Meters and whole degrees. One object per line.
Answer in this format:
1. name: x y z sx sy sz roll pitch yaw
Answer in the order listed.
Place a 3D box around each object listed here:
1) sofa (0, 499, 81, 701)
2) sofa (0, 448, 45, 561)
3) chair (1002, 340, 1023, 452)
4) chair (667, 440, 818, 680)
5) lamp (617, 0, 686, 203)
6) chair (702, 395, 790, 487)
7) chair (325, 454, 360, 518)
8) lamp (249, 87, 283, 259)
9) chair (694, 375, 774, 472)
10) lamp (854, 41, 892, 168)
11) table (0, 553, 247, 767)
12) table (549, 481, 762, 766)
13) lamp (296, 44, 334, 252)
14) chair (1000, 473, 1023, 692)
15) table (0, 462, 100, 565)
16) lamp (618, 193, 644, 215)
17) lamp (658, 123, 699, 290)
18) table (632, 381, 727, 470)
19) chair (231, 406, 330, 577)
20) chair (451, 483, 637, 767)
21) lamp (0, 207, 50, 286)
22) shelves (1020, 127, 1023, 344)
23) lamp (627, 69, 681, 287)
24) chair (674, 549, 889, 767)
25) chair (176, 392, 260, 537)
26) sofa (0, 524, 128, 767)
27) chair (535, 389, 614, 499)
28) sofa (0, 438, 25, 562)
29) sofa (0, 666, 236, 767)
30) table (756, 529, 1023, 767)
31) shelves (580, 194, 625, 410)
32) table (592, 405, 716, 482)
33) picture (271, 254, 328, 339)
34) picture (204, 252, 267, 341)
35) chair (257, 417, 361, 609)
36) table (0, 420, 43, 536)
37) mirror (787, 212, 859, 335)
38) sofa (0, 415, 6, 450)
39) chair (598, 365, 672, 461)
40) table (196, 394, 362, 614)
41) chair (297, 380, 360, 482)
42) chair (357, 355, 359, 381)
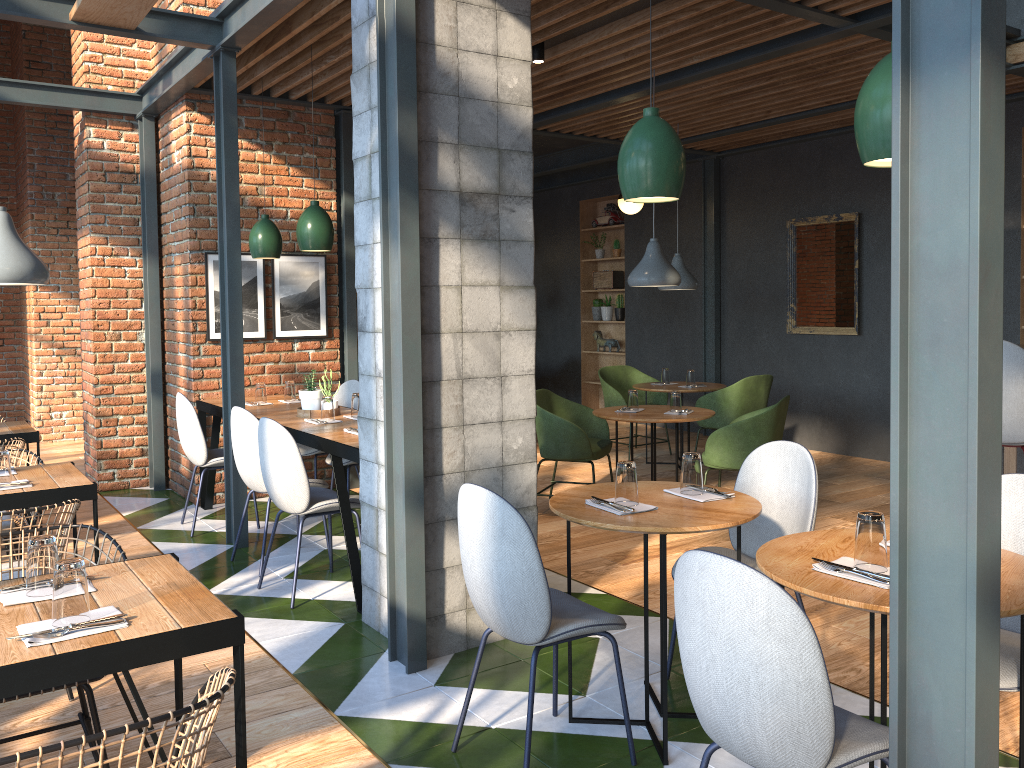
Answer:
1. sofa: -2.076 0.799 3.070 1.093 0.731 0.471 -4 4 -34
2. sofa: -2.713 0.724 4.002 1.093 0.731 0.471 -4 4 -34
3. chair: 2.251 0.401 4.021 0.508 1.241 0.419 -3 3 -34
4. chair: 0.846 0.669 3.222 0.508 0.886 0.419 -2 3 -28
5. lamp: 0.448 -1.614 2.880 0.224 2.018 0.224 -2 3 -31
6. chair: 1.492 0.479 5.638 0.515 0.817 0.640 1 4 26
7. chair: -0.963 0.461 5.821 0.508 0.886 0.419 -2 3 -27
8. lamp: -1.696 -1.867 6.022 0.224 2.018 0.224 -2 3 -31
9. chair: 1.844 0.322 7.334 0.639 0.817 0.515 -4 4 -39
10. lamp: 0.950 -1.555 2.144 0.224 2.018 0.224 -2 3 -31
11. table: -1.320 0.902 1.962 1.273 0.704 0.659 -4 5 -34
12. table: 0.479 0.766 2.980 0.700 0.745 0.701 -2 4 -24
13. lamp: -1.194 -1.808 5.286 0.224 2.018 0.224 -2 3 -31
14. chair: 1.372 0.727 2.503 0.508 0.886 0.419 -3 4 -38
15. table: -2.395 0.775 3.538 1.273 0.704 0.659 -4 5 -34
16. lamp: 1.205 -3.644 9.078 0.268 3.786 0.269 0 3 28
17. lamp: 1.414 -3.058 7.615 0.353 4.481 0.353 -1 2 1
18. table: 1.464 0.356 7.746 0.807 0.685 0.809 0 4 15
19. chair: -1.285 0.546 4.916 0.508 0.886 0.419 -3 4 -38
20. chair: 0.092 0.722 2.748 0.508 0.886 0.419 -3 3 -33
21. lamp: -2.113 -2.644 3.524 0.353 4.481 0.353 0 3 18
22. shelves: 4.232 -0.573 6.494 0.285 2.701 0.837 -2 3 -34
23. lamp: 0.915 -2.888 5.790 0.353 4.481 0.353 -1 2 1
24. chair: 0.626 0.782 2.001 0.508 0.886 0.419 -3 3 -33
25. chair: -1.895 0.481 5.736 0.508 0.886 0.419 -2 3 -28
26. sofa: -1.638 0.851 2.428 1.093 0.731 0.471 -4 4 -34
27. chair: 0.409 0.454 6.072 0.515 0.817 0.640 0 4 21
28. sofa: -3.162 0.671 4.660 1.093 0.731 0.471 -4 4 -34
29. sofa: -1.002 0.926 1.496 1.093 0.731 0.471 -4 4 -34
30. table: 0.981 0.825 2.244 0.699 0.745 0.701 0 4 8
31. shelves: 1.220 -0.929 10.909 0.285 2.701 0.837 -2 3 -34
32. table: 0.945 0.527 5.910 0.807 0.685 0.809 -1 4 -4
33. picture: -1.596 -0.661 6.670 0.430 0.630 0.015 -3 3 -34
34. picture: -1.993 -0.631 6.399 0.430 0.630 0.015 -3 3 -34
35. chair: -0.994 0.586 4.421 0.508 0.886 0.419 -3 4 -38
36. table: -3.479 0.647 5.126 1.273 0.704 0.659 -4 5 -34
37. mirror: 2.866 -1.002 8.166 0.061 1.083 0.769 -2 4 -34
38. sofa: -3.798 0.596 5.593 1.093 0.731 0.471 -4 4 -34
39. chair: 1.123 0.250 8.250 0.639 0.817 0.516 -3 4 -34
40. table: -1.178 0.569 5.324 0.659 0.764 2.777 -3 5 -34
41. chair: -1.304 0.427 6.250 0.508 0.886 0.419 -3 4 -38
42. chair: -1.963 0.076 10.642 0.639 0.817 0.516 1 4 31
